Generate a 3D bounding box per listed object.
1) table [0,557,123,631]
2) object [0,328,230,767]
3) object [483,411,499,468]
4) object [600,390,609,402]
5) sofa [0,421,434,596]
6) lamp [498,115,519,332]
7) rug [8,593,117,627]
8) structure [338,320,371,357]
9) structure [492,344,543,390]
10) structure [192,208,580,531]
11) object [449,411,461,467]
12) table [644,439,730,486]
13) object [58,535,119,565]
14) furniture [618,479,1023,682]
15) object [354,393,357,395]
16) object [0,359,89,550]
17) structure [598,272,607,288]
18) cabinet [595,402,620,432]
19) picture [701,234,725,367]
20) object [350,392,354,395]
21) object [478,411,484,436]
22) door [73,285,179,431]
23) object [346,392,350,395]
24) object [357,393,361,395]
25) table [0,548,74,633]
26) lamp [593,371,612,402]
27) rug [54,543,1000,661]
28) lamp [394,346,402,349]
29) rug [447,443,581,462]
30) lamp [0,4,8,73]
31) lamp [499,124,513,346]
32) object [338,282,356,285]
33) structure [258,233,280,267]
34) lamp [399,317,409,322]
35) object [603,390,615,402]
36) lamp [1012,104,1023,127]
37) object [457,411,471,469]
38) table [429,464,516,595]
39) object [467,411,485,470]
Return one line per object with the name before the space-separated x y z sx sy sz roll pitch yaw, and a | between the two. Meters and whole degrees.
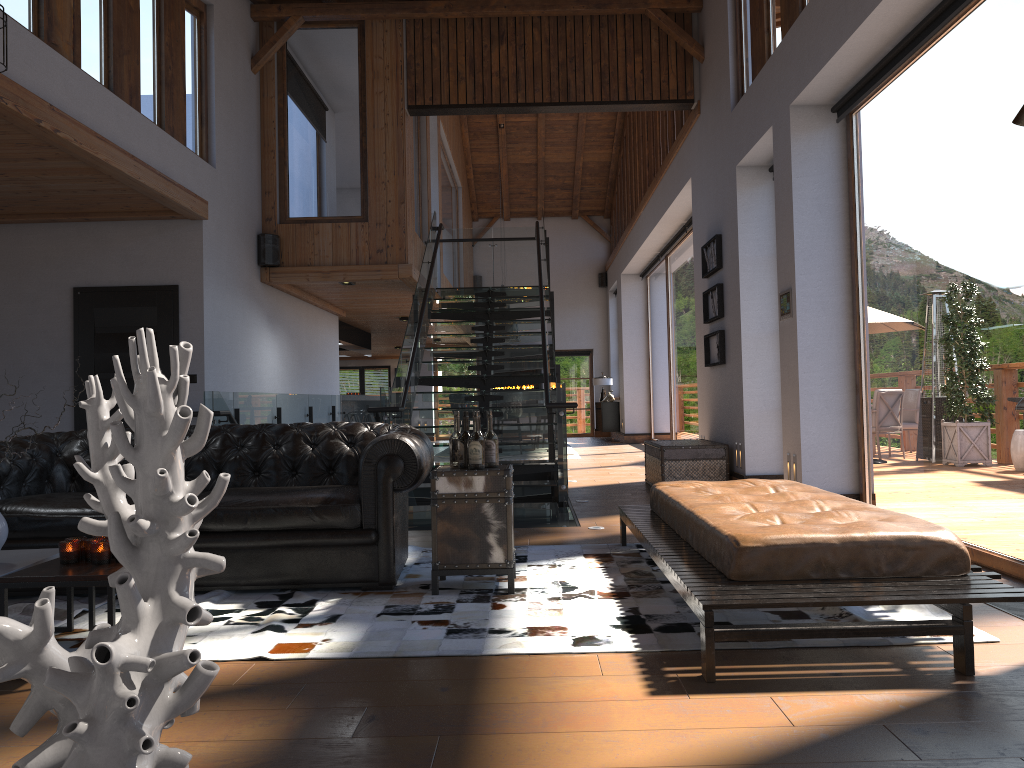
table | -1.599 0.858 3.445 0.400 0.350 0.650 -1 -1 1
object | -0.253 0.159 0.328 0.262 0.532 0.422 0 -2 -31
object | -0.113 0.278 4.497 0.087 0.286 0.088 -2 -2 13
object | 2.132 0.274 20.443 0.150 0.288 0.500 -1 -1 1
sofa | -1.712 0.654 4.983 2.567 0.838 1.238 -1 -1 -1
lamp | -0.203 -3.112 16.841 0.629 4.687 0.614 1 -3 -45
rug | -3.196 1.050 3.361 2.431 0.053 4.044 -1 -1 1
structure | -3.276 -0.829 16.584 0.711 0.476 3.249 -1 -1 1
structure | 0.036 -0.116 21.617 1.444 1.650 0.433 -1 -2 0
structure | 1.712 0.736 11.836 9.210 6.401 11.023 -1 -1 1
object | -0.281 0.284 4.566 0.088 0.286 0.086 -1 -2 -23
table | 1.794 0.838 9.229 0.684 0.470 1.254 -1 -1 1
object | -1.604 0.642 3.434 0.298 0.081 0.249 -2 -1 39
furniture | 1.241 0.772 4.293 1.175 0.437 2.759 -1 -1 1
object | -3.287 0.222 18.602 0.080 0.081 0.078 0 -2 -45
object | -2.010 0.289 3.462 0.404 0.808 0.622 -2 -2 12
structure | 2.237 -2.558 21.822 0.213 0.349 0.213 -1 -2 0
cabinet | 2.190 0.744 20.416 0.402 0.655 1.866 -1 -1 1
picture | 2.110 -0.849 9.310 0.059 1.313 0.774 -1 -2 1
object | -3.294 0.216 18.236 0.080 0.081 0.078 0 -2 -45
object | -0.177 0.281 4.562 0.086 0.286 0.089 -3 -2 40
door | -3.453 0.146 7.966 0.941 2.056 0.143 -1 -2 0
object | -3.301 0.209 17.870 0.080 0.081 0.078 0 -2 -45
object | -3.280 0.229 18.969 0.080 0.081 0.078 0 -2 -45
table | -2.037 0.868 3.418 0.401 0.350 0.648 -1 -1 -4
lamp | 2.147 0.066 20.973 0.468 0.726 0.472 -2 -2 10
rug | -0.046 0.997 4.479 3.807 0.053 2.432 -1 -1 1
lamp | -2.895 -0.926 22.554 0.155 0.068 0.261 -1 -1 1
rug | -0.101 1.257 16.822 2.551 0.047 5.630 -1 -1 1
lamp | -1.866 -2.188 2.930 0.262 2.202 0.799 -1 -2 -8
lamp | -0.172 -3.083 18.433 0.629 4.687 0.614 1 -3 -45
object | -1.900 -1.186 10.202 0.155 0.068 0.261 -1 -1 1
structure | -2.660 -1.458 9.695 0.213 0.349 0.213 -1 -2 0
lamp | -1.806 -1.098 14.943 0.155 0.068 0.261 -1 -1 1
object | 2.159 0.278 19.887 0.182 0.262 0.495 0 -2 -31
lamp | 1.052 -0.011 1.146 0.523 1.899 1.332 -2 -2 22
object | -0.233 0.281 4.480 0.088 0.286 0.087 -1 -2 -22
table | -0.189 0.723 4.471 0.405 0.609 0.417 -1 -2 0
object | -0.180 0.278 4.398 0.087 0.286 0.088 -2 -2 11
